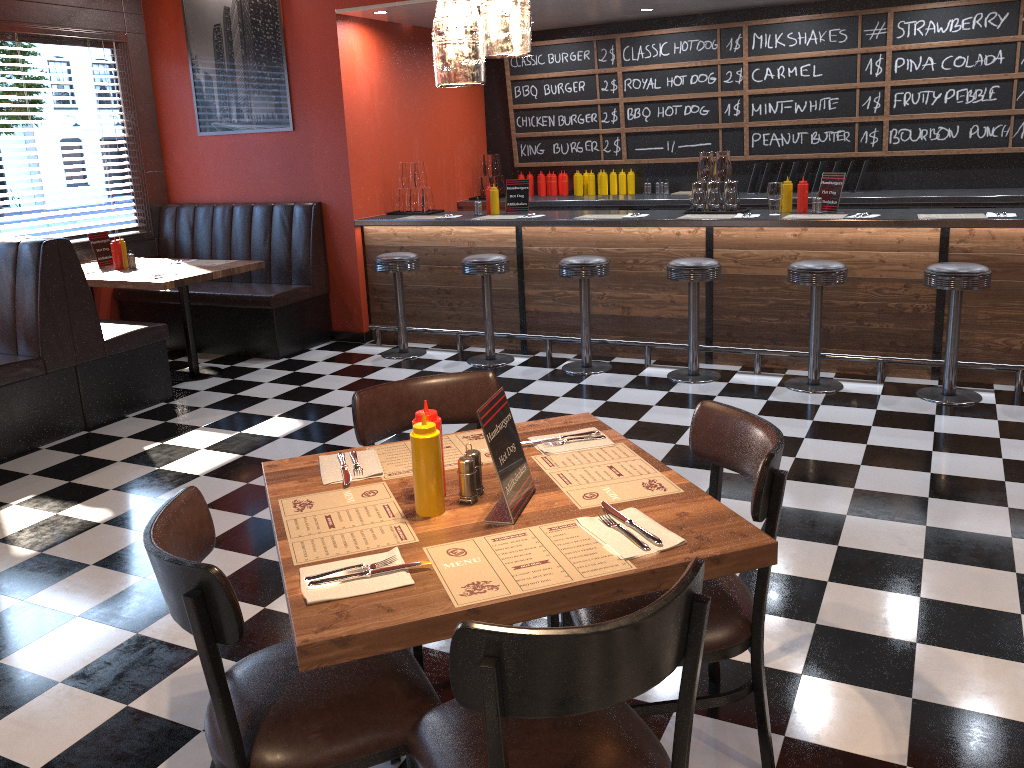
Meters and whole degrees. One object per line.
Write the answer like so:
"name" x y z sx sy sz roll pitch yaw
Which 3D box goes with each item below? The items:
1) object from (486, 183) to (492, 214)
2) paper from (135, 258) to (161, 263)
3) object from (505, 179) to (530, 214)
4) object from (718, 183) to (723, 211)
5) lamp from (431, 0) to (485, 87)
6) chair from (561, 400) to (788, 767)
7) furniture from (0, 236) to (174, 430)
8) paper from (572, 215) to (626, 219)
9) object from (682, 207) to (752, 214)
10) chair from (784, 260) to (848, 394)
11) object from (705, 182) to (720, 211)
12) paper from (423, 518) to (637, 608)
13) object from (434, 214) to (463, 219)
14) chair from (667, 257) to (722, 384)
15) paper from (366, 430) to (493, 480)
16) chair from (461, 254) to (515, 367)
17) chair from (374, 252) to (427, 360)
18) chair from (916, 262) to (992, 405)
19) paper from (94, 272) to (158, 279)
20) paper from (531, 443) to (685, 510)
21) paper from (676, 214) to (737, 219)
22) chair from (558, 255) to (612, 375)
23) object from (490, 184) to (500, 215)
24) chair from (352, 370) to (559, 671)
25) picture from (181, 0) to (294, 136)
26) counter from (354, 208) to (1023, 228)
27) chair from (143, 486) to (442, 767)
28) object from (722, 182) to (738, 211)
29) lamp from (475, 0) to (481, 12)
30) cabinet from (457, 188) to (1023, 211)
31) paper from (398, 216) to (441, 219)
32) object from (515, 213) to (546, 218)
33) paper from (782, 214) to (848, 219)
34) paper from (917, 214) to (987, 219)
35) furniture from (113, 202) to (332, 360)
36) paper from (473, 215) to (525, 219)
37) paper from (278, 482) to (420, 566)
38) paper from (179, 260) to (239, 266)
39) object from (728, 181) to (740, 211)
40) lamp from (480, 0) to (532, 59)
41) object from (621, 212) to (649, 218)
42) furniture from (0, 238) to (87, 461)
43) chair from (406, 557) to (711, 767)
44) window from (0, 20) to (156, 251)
"object" -0.170 -1.454 6.947 0.068 0.235 0.068 4 15 28
"paper" -3.004 -0.973 6.980 0.366 0.001 0.263 5 17 25
"object" 0.043 -1.463 6.906 0.188 0.254 0.073 2 14 16
"object" 1.443 -1.332 6.285 0.105 0.207 0.106 -7 15 -18
"lamp" -0.153 -1.566 1.617 0.108 1.946 0.109 -7 14 -16
"chair" 0.418 0.531 2.313 0.545 0.858 0.491 -4 14 -6
"furniture" -3.168 -0.441 5.842 1.711 1.142 0.712 5 16 26
"paper" 0.651 -1.193 6.311 0.366 0.001 0.263 6 18 27
"object" 1.447 -1.224 6.254 0.437 0.018 0.275 5 18 26
"chair" 1.850 -0.362 5.398 0.349 0.767 0.351 -7 15 -18
"object" 1.402 -1.302 6.187 0.105 0.207 0.106 -7 15 -18
"paper" 0.028 0.350 1.781 0.366 0.001 0.263 -8 17 -18
"object" -0.483 -1.301 6.858 0.157 0.019 0.257 4 17 22
"chair" 1.175 -0.422 5.727 0.349 0.767 0.351 -9 15 -22
"paper" -0.193 0.186 2.398 0.366 0.001 0.263 -8 17 -17
"chair" -0.173 -0.544 6.386 0.349 0.767 0.352 -6 14 -13
"chair" -0.847 -0.604 6.715 0.349 0.767 0.351 -7 15 -18
"chair" 2.524 -0.301 5.068 0.349 0.767 0.351 -7 15 -18
"paper" -2.669 -0.753 6.142 0.366 0.001 0.263 5 17 24
"paper" 0.226 0.221 2.201 0.261 0.001 0.369 -7 16 -15
"paper" 1.321 -1.128 5.969 0.366 0.001 0.263 6 18 27
"chair" 0.501 -0.483 6.056 0.349 0.767 0.352 -6 14 -13
"object" -0.135 -1.430 6.853 0.068 0.235 0.068 4 15 28
"chair" -0.184 0.446 2.717 0.487 0.858 0.549 -9 15 -23
"picture" -2.233 -2.691 7.150 1.024 1.288 0.016 4 15 26
"counter" 2.052 -1.084 5.783 7.049 0.049 0.682 5 18 26
"chair" -0.468 0.671 1.968 0.546 0.858 0.490 -9 15 -23
"object" 1.508 -1.290 6.127 0.105 0.207 0.106 -7 15 -18
"lamp" -0.141 -1.779 1.747 0.108 1.946 0.109 2 14 18
"cabinet" 2.014 -1.139 7.712 5.291 0.989 0.681 5 16 26
"paper" -0.696 -1.302 6.929 0.366 0.001 0.263 6 18 27
"object" 0.145 -1.249 6.567 0.158 0.019 0.257 7 18 31
"paper" 1.937 -1.071 5.661 0.366 0.001 0.263 6 18 27
"paper" 2.636 -1.007 5.315 0.365 0.001 0.263 4 17 22
"furniture" -2.424 -0.892 7.312 1.711 1.142 0.712 5 16 26
"paper" -0.083 -1.252 6.645 0.366 0.001 0.263 6 18 27
"paper" -0.379 0.306 2.004 0.261 0.001 0.369 -8 17 -18
"paper" -2.272 -0.905 6.615 0.365 0.001 0.263 4 17 21
"object" 1.550 -1.322 6.233 0.105 0.207 0.106 -7 15 -18
"lamp" -0.055 -1.647 1.672 0.108 1.946 0.109 0 14 13
"object" 0.874 -1.191 6.236 0.157 0.019 0.257 4 17 22
"furniture" -3.479 -0.253 5.228 1.711 1.142 0.712 5 16 26
"chair" 0.081 0.716 1.714 0.487 0.858 0.549 -9 15 -22
"window" -3.664 -1.832 6.706 0.127 1.696 2.046 4 16 26
